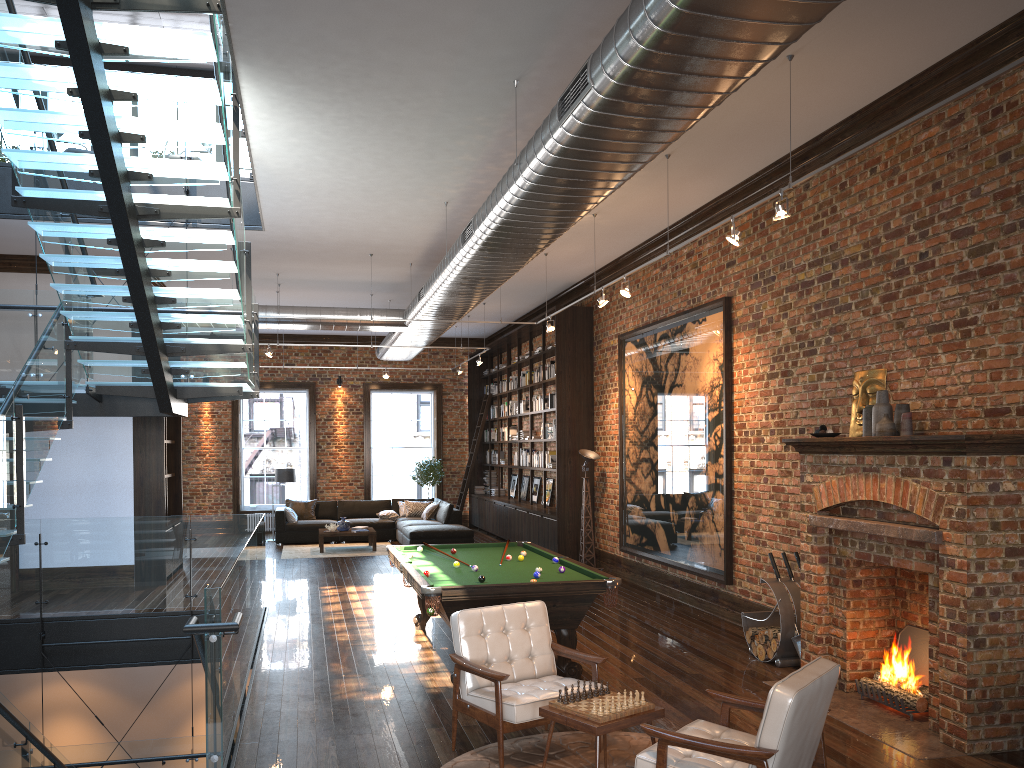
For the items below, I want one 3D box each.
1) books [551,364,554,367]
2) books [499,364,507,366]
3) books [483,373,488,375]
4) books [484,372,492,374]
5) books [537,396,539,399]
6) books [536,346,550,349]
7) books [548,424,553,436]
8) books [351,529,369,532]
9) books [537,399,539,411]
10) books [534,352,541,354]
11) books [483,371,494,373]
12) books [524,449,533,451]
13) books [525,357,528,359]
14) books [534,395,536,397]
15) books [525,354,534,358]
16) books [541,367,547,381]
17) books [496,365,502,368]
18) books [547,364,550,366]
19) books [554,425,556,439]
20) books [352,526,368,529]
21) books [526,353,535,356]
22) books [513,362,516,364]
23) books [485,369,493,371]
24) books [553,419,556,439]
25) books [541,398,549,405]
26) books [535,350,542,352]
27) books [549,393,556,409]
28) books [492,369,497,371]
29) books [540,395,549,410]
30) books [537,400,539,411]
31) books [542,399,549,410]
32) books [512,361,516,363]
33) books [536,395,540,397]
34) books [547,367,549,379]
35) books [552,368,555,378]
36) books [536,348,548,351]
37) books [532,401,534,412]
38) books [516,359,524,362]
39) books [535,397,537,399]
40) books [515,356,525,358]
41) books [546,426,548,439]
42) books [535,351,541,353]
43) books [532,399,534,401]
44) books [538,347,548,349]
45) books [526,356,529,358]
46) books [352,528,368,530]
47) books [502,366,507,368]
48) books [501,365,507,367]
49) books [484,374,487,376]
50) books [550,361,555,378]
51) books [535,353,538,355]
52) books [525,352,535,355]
[{"bbox_3d":[0.759,-0.202,15.168,0.168,0.262,0.016,0,1,-13],"label":"books"},{"bbox_3d":[-0.192,-0.409,19.242,0.192,0.007,0.365,0,-4,-11],"label":"books"},{"bbox_3d":[-0.513,-0.238,20.544,0.213,0.014,0.357,1,-4,-17],"label":"books"},{"bbox_3d":[-0.510,-0.251,20.545,0.226,0.011,0.270,1,-4,-14],"label":"books"},{"bbox_3d":[0.534,0.366,16.234,0.138,0.296,0.024,0,1,-13],"label":"books"},{"bbox_3d":[0.562,-0.661,16.052,0.188,0.017,0.276,0,-4,-11],"label":"books"},{"bbox_3d":[0.708,0.832,15.545,0.137,0.267,0.034,0,1,-13],"label":"books"},{"bbox_3d":[-2.761,2.671,16.125,0.262,0.024,0.206,3,-5,-36],"label":"books"},{"bbox_3d":[0.528,0.390,16.190,0.160,0.242,0.031,0,1,-13],"label":"books"},{"bbox_3d":[0.543,-0.556,16.049,0.227,0.015,0.276,1,-4,-15],"label":"books"},{"bbox_3d":[-0.520,-0.280,20.542,0.230,0.015,0.313,1,-4,-17],"label":"books"},{"bbox_3d":[0.318,1.420,17.176,0.182,0.336,0.015,0,1,-13],"label":"books"},{"bbox_3d":[0.375,-0.482,16.746,0.228,0.011,0.373,0,-4,-10],"label":"books"},{"bbox_3d":[0.462,0.374,16.524,0.143,0.324,0.116,0,0,-13],"label":"books"},{"bbox_3d":[0.388,-0.526,16.749,0.193,0.030,0.313,1,-4,-18],"label":"books"},{"bbox_3d":[0.611,-0.165,15.783,0.180,0.279,0.009,0,1,-13],"label":"books"},{"bbox_3d":[-0.204,-0.374,19.240,0.216,0.018,0.377,1,-4,-15],"label":"books"},{"bbox_3d":[0.694,-0.195,15.486,0.150,0.294,0.032,0,1,-13],"label":"books"},{"bbox_3d":[0.802,0.811,15.058,0.179,0.237,0.036,0,1,-13],"label":"books"},{"bbox_3d":[-2.820,2.669,16.460,0.205,0.028,0.262,-2,-4,19],"label":"books"},{"bbox_3d":[0.401,-0.551,16.751,0.171,0.021,0.307,1,-4,-17],"label":"books"},{"bbox_3d":[0.140,-0.421,17.847,0.198,0.014,0.262,1,-4,-13],"label":"books"},{"bbox_3d":[-0.496,-0.317,20.547,0.190,0.017,0.300,1,-4,-15],"label":"books"},{"bbox_3d":[0.788,0.762,15.080,0.180,0.339,0.013,0,1,-13],"label":"books"},{"bbox_3d":[0.610,0.369,15.816,0.171,0.238,0.058,0,0,-13],"label":"books"},{"bbox_3d":[0.547,-0.594,16.050,0.216,0.020,0.235,1,-4,-16],"label":"books"},{"bbox_3d":[0.751,0.295,15.059,0.245,0.265,0.038,0,1,-13],"label":"books"},{"bbox_3d":[-0.301,-0.307,19.621,0.229,0.033,0.273,0,-4,-9],"label":"books"},{"bbox_3d":[0.589,0.346,15.891,0.183,0.285,0.034,0,1,-13],"label":"books"},{"bbox_3d":[0.552,0.396,16.046,0.181,0.209,0.024,0,1,-13],"label":"books"},{"bbox_3d":[0.626,0.376,15.790,0.182,0.218,0.051,0,0,-13],"label":"books"},{"bbox_3d":[0.133,-0.445,17.845,0.191,0.013,0.316,1,-4,-17],"label":"books"},{"bbox_3d":[0.511,0.364,16.273,0.152,0.307,0.016,0,1,-13],"label":"books"},{"bbox_3d":[0.706,-0.176,15.384,0.184,0.242,0.030,0,1,-13],"label":"books"},{"bbox_3d":[0.772,-0.177,15.098,0.190,0.202,0.027,0,1,-13],"label":"books"},{"bbox_3d":[0.565,-0.621,16.054,0.169,0.034,0.286,1,-4,-18],"label":"books"},{"bbox_3d":[0.457,0.424,16.432,0.223,0.209,0.064,0,0,-13],"label":"books"},{"bbox_3d":[0.218,-0.463,17.459,0.219,0.016,0.368,0,-4,-12],"label":"books"},{"bbox_3d":[0.513,0.382,16.260,0.166,0.269,0.011,0,1,-13],"label":"books"},{"bbox_3d":[0.214,-0.531,17.458,0.215,0.015,0.320,1,-4,-16],"label":"books"},{"bbox_3d":[0.672,0.857,15.571,0.184,0.221,0.033,0,1,-13],"label":"books"},{"bbox_3d":[0.550,-0.580,16.051,0.206,0.008,0.334,0,-4,-10],"label":"books"},{"bbox_3d":[0.450,0.410,16.462,0.186,0.244,0.079,0,0,-13],"label":"books"},{"bbox_3d":[0.562,-0.645,16.053,0.168,0.015,0.370,0,-4,-9],"label":"books"},{"bbox_3d":[0.386,-0.504,16.748,0.213,0.014,0.282,0,-4,-11],"label":"books"},{"bbox_3d":[-2.824,2.696,16.467,0.205,0.024,0.262,-2,-4,21],"label":"books"},{"bbox_3d":[-0.076,-0.349,18.714,0.206,0.018,0.324,1,-4,-16],"label":"books"},{"bbox_3d":[-0.090,-0.375,18.710,0.232,0.006,0.289,1,-4,-17],"label":"books"},{"bbox_3d":[-0.511,-0.208,20.545,0.216,0.014,0.335,0,-4,-10],"label":"books"},{"bbox_3d":[0.744,-0.234,15.216,0.180,0.332,0.016,0,1,-13],"label":"books"},{"bbox_3d":[0.550,-0.544,16.051,0.217,0.010,0.342,1,-4,-14],"label":"books"},{"bbox_3d":[0.386,-0.580,16.747,0.205,0.017,0.360,1,-4,-16],"label":"books"}]
